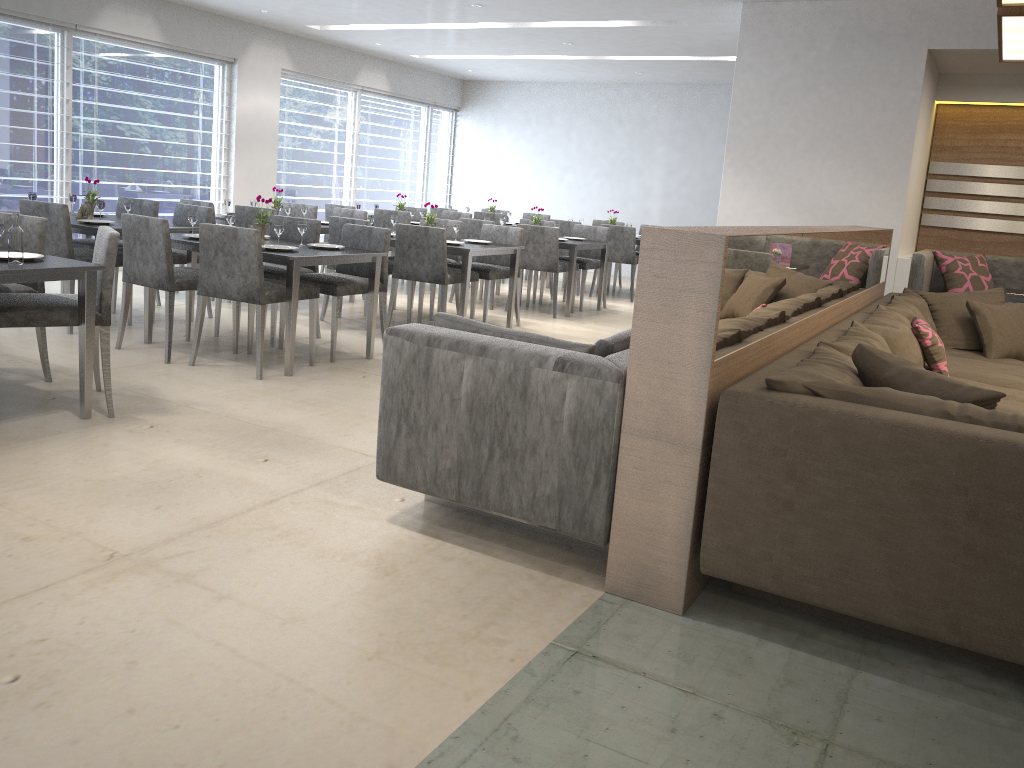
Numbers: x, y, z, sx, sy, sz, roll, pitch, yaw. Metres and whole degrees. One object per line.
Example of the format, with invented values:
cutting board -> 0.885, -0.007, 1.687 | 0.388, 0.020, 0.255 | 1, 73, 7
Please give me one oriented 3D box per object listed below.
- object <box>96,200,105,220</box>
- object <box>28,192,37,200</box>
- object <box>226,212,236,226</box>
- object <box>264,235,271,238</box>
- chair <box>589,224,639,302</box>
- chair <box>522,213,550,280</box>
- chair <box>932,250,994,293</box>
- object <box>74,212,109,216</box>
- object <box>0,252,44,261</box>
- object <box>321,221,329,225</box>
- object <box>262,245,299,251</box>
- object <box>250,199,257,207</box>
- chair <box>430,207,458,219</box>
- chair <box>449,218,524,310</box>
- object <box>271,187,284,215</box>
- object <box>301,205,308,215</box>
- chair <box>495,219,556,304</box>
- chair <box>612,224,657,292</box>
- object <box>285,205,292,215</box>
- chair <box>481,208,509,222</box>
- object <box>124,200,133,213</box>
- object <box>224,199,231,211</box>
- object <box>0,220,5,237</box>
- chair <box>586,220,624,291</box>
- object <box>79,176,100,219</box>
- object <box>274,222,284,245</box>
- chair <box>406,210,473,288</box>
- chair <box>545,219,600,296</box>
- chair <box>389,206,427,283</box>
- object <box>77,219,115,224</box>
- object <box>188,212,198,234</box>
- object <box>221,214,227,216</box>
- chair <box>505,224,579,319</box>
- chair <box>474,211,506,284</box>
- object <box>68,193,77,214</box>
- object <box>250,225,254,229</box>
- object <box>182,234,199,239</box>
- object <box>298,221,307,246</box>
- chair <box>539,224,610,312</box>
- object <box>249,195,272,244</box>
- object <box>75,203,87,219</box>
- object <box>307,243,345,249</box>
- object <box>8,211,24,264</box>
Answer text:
object -> -2.624, -1.104, 5.640 | 0.053, 0.137, 0.054 | 3, 9, -14
object -> -3.194, -1.208, 5.889 | 0.053, 0.137, 0.054 | 3, 9, -14
object -> -1.730, -0.984, 5.438 | 0.053, 0.137, 0.054 | 3, 9, -14
object -> -1.586, -0.900, 5.398 | 0.218, 0.015, 0.218 | 11, 14, 27
chair -> 1.139, -1.279, 9.253 | 0.479, 0.753, 0.496 | 9, 11, 23
chair -> 0.145, -1.652, 10.535 | 0.480, 0.753, 0.495 | 11, 12, 33
chair -> 3.373, -0.762, 6.543 | 0.491, 0.422, 0.299 | 1, 11, -18
object -> -2.908, -1.172, 6.113 | 0.218, 0.015, 0.218 | 11, 14, 27
object -> -1.977, -0.505, 3.506 | 0.217, 0.015, 0.219 | 7, 13, 8
object -> -1.578, -1.332, 7.311 | 0.218, 0.015, 0.218 | 11, 14, 27
object -> -1.263, -0.735, 4.787 | 0.218, 0.015, 0.218 | 11, 14, 27
object -> -2.230, -1.519, 7.619 | 0.053, 0.137, 0.054 | 2, 10, -19
chair -> -0.670, -1.637, 10.165 | 0.480, 0.753, 0.495 | 11, 12, 33
chair -> -0.211, -1.086, 7.901 | 0.480, 0.753, 0.495 | 11, 12, 33
object -> -1.934, -1.481, 7.250 | 0.155, 0.273, 0.105 | 9, 10, 25
object -> -1.727, -1.416, 7.347 | 0.053, 0.137, 0.054 | 2, 10, -19
chair -> 0.132, -1.201, 8.535 | 0.479, 0.753, 0.496 | 9, 11, 23
chair -> 1.466, -1.380, 9.820 | 0.480, 0.753, 0.495 | 11, 12, 33
object -> -1.802, -1.370, 7.115 | 0.053, 0.137, 0.054 | 2, 10, -19
chair -> -0.326, -1.751, 10.799 | 0.479, 0.753, 0.496 | 9, 11, 23
object -> -2.550, -1.150, 5.871 | 0.053, 0.137, 0.054 | 2, 10, -19
object -> -2.371, -1.474, 7.365 | 0.053, 0.137, 0.054 | 2, 10, -19
object -> -2.099, -0.600, 3.603 | 0.053, 0.137, 0.054 | 3, 9, -14
chair -> 0.996, -1.479, 10.084 | 0.479, 0.753, 0.496 | 9, 11, 23
object -> -2.755, -1.216, 5.777 | 0.155, 0.273, 0.105 | 9, 10, 25
object -> -1.302, -0.835, 4.935 | 0.053, 0.137, 0.054 | 3, 9, -14
chair -> -0.719, -1.374, 8.986 | 0.480, 0.753, 0.495 | 11, 12, 33
chair -> 0.652, -1.365, 9.451 | 0.480, 0.753, 0.495 | 11, 12, 33
chair -> -1.190, -1.473, 9.250 | 0.479, 0.753, 0.496 | 9, 11, 23
object -> -2.585, -1.007, 5.502 | 0.218, 0.015, 0.218 | 11, 14, 27
object -> -1.872, -0.939, 5.184 | 0.053, 0.137, 0.054 | 3, 9, -14
object -> -2.274, -1.377, 7.251 | 0.218, 0.015, 0.218 | 11, 14, 27
chair -> 0.275, -1.001, 7.704 | 0.479, 0.753, 0.496 | 9, 11, 23
chair -> -0.183, -1.551, 9.968 | 0.479, 0.753, 0.496 | 9, 11, 23
object -> -3.052, -1.254, 6.143 | 0.053, 0.137, 0.054 | 2, 10, -19
object -> -1.499, -0.869, 5.101 | 0.070, 0.098, 0.206 | 4, 12, -2
object -> -1.773, -0.840, 5.063 | 0.218, 0.015, 0.218 | 11, 14, 27
object -> -1.227, -0.881, 5.166 | 0.053, 0.137, 0.054 | 3, 9, -14
chair -> 0.603, -1.102, 8.271 | 0.480, 0.753, 0.495 | 11, 12, 33
object -> -1.433, -0.944, 5.062 | 0.155, 0.273, 0.105 | 9, 10, 25
object -> -2.821, -1.141, 5.816 | 0.070, 0.098, 0.206 | 4, 12, -2
object -> -1.077, -0.796, 5.123 | 0.218, 0.015, 0.218 | 11, 14, 27
object -> -1.882, -0.555, 3.353 | 0.052, 0.199, 0.053 | 2, 9, -19
